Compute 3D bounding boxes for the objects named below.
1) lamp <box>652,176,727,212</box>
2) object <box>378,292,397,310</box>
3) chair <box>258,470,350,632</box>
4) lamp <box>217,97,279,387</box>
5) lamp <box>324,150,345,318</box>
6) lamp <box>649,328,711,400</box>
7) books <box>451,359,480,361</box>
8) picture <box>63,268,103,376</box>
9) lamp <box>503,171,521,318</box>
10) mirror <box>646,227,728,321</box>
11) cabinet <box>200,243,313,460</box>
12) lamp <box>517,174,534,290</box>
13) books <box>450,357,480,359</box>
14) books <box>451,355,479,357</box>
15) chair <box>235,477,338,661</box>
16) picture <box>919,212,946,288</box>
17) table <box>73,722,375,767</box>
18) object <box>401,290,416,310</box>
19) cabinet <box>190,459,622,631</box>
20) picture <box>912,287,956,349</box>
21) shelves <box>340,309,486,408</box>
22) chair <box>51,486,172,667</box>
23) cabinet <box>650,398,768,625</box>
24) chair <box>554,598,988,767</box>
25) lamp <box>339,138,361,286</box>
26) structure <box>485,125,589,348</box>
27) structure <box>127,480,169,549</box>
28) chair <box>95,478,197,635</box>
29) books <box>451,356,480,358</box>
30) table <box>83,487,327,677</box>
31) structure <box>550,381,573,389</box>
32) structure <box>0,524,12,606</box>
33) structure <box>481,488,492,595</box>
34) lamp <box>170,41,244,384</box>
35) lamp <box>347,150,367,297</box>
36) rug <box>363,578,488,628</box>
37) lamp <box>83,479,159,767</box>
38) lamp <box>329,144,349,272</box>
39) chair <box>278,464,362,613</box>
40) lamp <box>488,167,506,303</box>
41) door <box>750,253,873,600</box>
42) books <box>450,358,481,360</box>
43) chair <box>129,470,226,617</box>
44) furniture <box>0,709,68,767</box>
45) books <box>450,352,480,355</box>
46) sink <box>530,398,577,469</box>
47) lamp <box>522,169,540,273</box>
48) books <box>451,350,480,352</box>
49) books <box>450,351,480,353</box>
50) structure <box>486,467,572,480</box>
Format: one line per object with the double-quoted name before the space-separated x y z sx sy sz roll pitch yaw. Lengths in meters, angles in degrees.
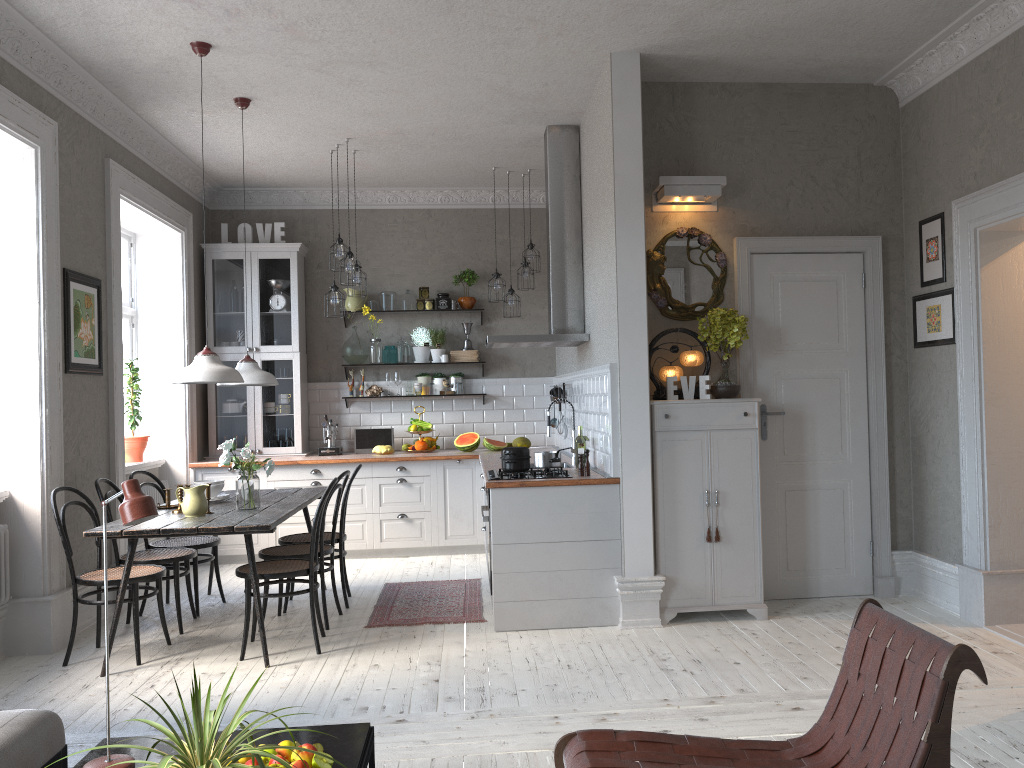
"lamp" 1.095 -1.175 5.484 0.417 0.171 0.219 -1 -1 -5
"object" -1.151 -0.759 8.230 0.168 0.184 0.175 -2 -1 35
"chair" -1.254 0.991 5.370 0.548 0.920 0.439 -1 -1 3
"lamp" -1.724 -0.915 5.723 0.378 1.858 0.380 -1 -1 3
"lamp" -1.404 -1.391 6.930 0.150 1.735 0.143 -1 -1 -37
"lamp" 1.014 -0.065 5.411 0.449 0.558 0.172 -1 -1 3
"books" -0.438 -0.219 8.314 0.261 0.011 0.158 -1 -1 1
"picture" -2.622 -0.365 5.433 0.020 0.619 0.519 -1 -1 -3
"lamp" -0.023 -1.448 7.710 0.149 1.735 0.144 -1 -1 -32
"mirror" 1.099 -0.694 5.558 0.535 0.593 0.071 -1 -1 -5
"cabinet" -2.291 -0.279 7.997 0.883 1.921 0.386 -1 -1 -5
"lamp" 0.101 -1.701 7.832 0.143 1.735 0.150 -2 -1 38
"books" -0.438 -0.241 8.314 0.260 0.016 0.158 -2 -1 4
"books" -0.439 -0.263 8.314 0.261 0.011 0.157 -1 -1 -2
"chair" -1.222 0.983 4.839 0.552 0.920 0.435 -1 -1 -7
"picture" 2.553 -0.809 5.381 0.012 0.416 0.281 -1 -1 -3
"table" -0.836 1.247 2.189 0.852 0.303 1.305 -1 -1 -4
"object" -0.978 -0.779 8.341 0.143 0.220 0.137 -1 -1 -45
"cabinet" -0.586 1.024 6.824 4.106 0.854 2.030 -2 -1 42
"picture" 2.563 -0.394 5.378 0.014 0.331 0.487 -1 -1 -3
"shelves" -0.908 -0.219 8.263 1.321 0.923 0.228 -1 -1 -5
"chair" -2.154 1.005 4.767 0.548 0.920 0.439 -1 -1 3
"cabinet" 1.136 0.741 5.313 0.669 1.297 0.382 -1 -1 -5
"chair" 0.638 0.998 2.320 1.021 0.721 0.505 -1 -1 -5
"lamp" -1.230 -1.609 6.632 0.143 1.735 0.150 -2 -1 43
"structure" 0.147 -1.084 6.527 0.715 1.595 0.709 -1 -1 -4
"structure" -2.826 0.990 6.669 0.149 0.428 1.217 -1 -1 -5
"chair" -2.186 1.014 5.320 0.552 0.920 0.435 -1 -1 -7
"books" -0.439 -0.251 8.314 0.261 0.011 0.158 -1 -1 1
"table" -1.699 1.095 5.342 0.908 0.735 1.913 -1 -1 -3
"structure" 0.408 0.013 7.396 0.095 0.053 1.082 -1 -1 -3
"structure" -2.696 0.950 4.146 0.149 0.428 1.217 -1 -1 -5
"structure" 0.128 0.906 5.443 0.620 0.623 0.620 -1 -1 -4
"lamp" -1.679 -0.929 4.833 0.372 1.858 0.387 -2 -1 33
"lamp" -1.233 -1.554 6.945 0.148 1.735 0.145 -1 -1 -17
"rug" -0.540 1.431 5.863 0.739 0.014 1.284 -1 -1 -3
"lamp" -1.125 0.691 2.533 0.247 0.839 0.140 -2 -1 31
"lamp" -1.337 -1.735 6.783 0.148 1.735 0.145 -1 -1 -17
"chair" -1.260 0.999 5.854 0.552 0.920 0.435 -1 -1 -7
"lamp" -0.148 -1.569 7.566 0.144 1.735 0.149 -2 -1 28
"door" 1.908 0.261 5.622 0.754 2.183 0.079 -1 -1 -6
"books" -0.438 -0.230 8.314 0.259 0.016 0.158 -2 -1 8
"chair" -2.193 1.022 5.806 0.546 0.920 0.440 -2 -1 8
"furniture" -1.615 1.170 2.243 0.585 0.476 0.825 -1 -1 -4
"books" -0.439 -0.284 8.314 0.259 0.016 0.158 -2 -1 8
"sink" 0.200 0.457 6.108 0.530 0.720 0.484 -1 -1 -4
"lamp" 0.148 -1.833 7.668 0.149 1.735 0.144 -1 -1 -32
"books" -0.440 -0.306 8.315 0.261 0.011 0.158 -1 -1 1
"books" -0.440 -0.295 8.315 0.260 0.016 0.158 -2 -1 4
"structure" 0.093 0.542 5.450 0.498 0.031 0.603 -1 -1 -4
